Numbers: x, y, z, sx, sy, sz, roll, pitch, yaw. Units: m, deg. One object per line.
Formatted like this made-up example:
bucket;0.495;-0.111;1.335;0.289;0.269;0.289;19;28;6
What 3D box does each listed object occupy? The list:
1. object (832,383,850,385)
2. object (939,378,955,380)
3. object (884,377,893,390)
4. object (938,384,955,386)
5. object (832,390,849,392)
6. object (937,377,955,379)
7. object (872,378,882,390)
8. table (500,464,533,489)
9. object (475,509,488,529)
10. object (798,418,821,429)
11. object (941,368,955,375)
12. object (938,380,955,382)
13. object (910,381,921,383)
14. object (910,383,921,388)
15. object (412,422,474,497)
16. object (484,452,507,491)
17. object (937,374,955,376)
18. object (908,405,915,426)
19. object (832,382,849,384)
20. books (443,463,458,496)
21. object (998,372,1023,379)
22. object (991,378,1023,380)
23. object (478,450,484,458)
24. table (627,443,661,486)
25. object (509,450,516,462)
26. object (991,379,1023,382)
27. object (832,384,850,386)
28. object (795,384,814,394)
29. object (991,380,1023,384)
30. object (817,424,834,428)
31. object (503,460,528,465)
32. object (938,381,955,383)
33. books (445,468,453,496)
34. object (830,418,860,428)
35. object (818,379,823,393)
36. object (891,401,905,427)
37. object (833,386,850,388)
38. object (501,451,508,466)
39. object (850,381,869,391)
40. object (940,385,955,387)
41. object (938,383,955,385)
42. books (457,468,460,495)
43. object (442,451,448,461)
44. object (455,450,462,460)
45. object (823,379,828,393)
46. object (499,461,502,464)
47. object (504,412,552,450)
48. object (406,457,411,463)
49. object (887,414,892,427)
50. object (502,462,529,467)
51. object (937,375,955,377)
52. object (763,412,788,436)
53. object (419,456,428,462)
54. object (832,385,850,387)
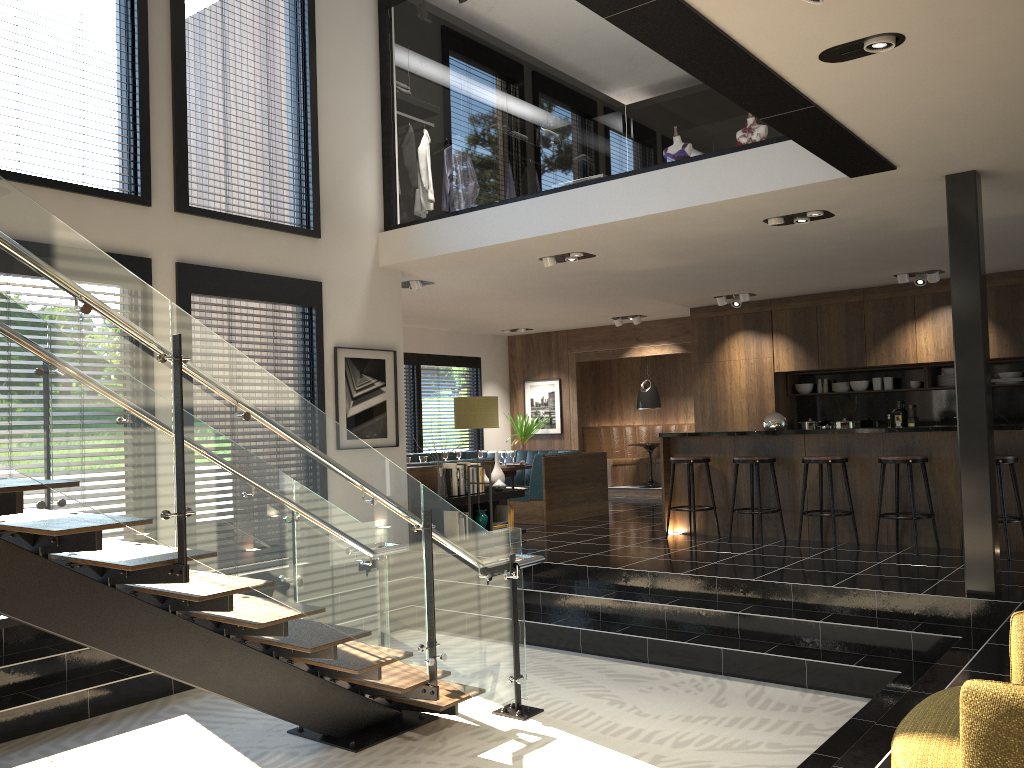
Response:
object;4.272;0.015;11.517;0.220;0.033;0.220;-4;-3;34
object;5.330;-0.055;10.799;0.269;0.024;0.269;-1;-3;-14
object;4.731;-0.004;11.144;0.109;0.161;0.109;0;-3;-40
object;5.333;0.020;10.796;0.269;0.024;0.269;-1;-3;-14
object;4.275;0.097;11.514;0.220;0.033;0.220;-4;-3;34
object;5.330;-0.063;10.799;0.269;0.024;0.269;-1;-3;-14
object;4.625;0.003;11.226;0.109;0.161;0.109;-3;-2;20
table;-0.403;1.373;11.297;1.539;0.660;0.823;-4;-3;38
object;-0.304;1.386;8.862;0.125;0.258;0.125;-3;-2;33
object;3.916;0.561;11.644;0.255;0.218;0.236;-2;-2;-4
object;5.325;-0.142;10.803;0.168;0.087;0.168;0;-3;-33
object;5.331;-0.028;10.798;0.269;0.024;0.269;-1;-3;-14
object;4.992;0.000;10.971;0.122;0.072;0.122;-1;-3;-27
object;4.993;0.024;10.970;0.122;0.072;0.122;-1;-3;-27
object;-0.663;0.719;8.548;0.607;0.744;0.406;-2;-2;-2
object;-0.198;0.911;9.265;0.319;0.398;0.316;-2;-2;14
object;5.329;-0.099;10.800;0.269;0.024;0.269;-1;-3;-14
object;4.990;0.458;11.084;0.077;0.394;0.077;-2;-2;-10
object;4.272;0.003;11.517;0.220;0.033;0.220;-4;-3;34
books;-0.603;0.933;8.678;0.160;0.312;0.035;-3;-2;38
object;5.814;-0.090;10.340;0.254;0.088;0.254;-1;-3;-27
object;5.817;-0.043;10.336;0.438;0.039;0.438;-1;-3;-16
object;-0.407;0.955;11.480;0.098;0.191;0.098;-3;-2;35
table;2.163;1.254;13.815;0.702;0.643;0.702;-2;-2;12
object;0.012;0.926;11.150;0.098;0.191;0.098;-3;-2;35
object;5.817;-0.028;10.336;0.438;0.039;0.438;-1;-3;-16
object;4.272;0.028;11.517;0.220;0.033;0.220;-4;-3;34
object;3.898;0.070;11.817;0.234;0.138;0.234;-4;-3;40
object;5.818;-0.016;10.335;0.438;0.039;0.438;-1;-3;-16
object;4.064;0.584;11.414;0.210;0.143;0.195;-2;-2;-4
object;0.050;1.003;11.306;0.325;0.051;0.269;-4;-3;41
object;5.331;-0.017;10.797;0.269;0.024;0.269;-1;-3;-14
books;-0.648;0.958;8.675;0.156;0.263;0.026;-3;-2;38
object;4.196;0.539;11.166;0.300;0.218;0.279;-1;-2;-19
object;4.060;0.029;11.692;0.060;0.185;0.060;-1;-2;-21
object;4.859;0.438;11.176;0.133;0.451;0.116;-3;-2;38
object;4.273;0.049;11.516;0.220;0.033;0.220;-4;-3;34
object;-0.092;0.921;10.970;0.098;0.191;0.098;-3;-2;35
object;4.463;0.034;11.380;0.234;0.138;0.234;0;-3;-33
object;5.333;0.028;10.796;0.269;0.024;0.269;-1;-3;-14
object;5.332;0.011;10.797;0.269;0.024;0.269;-1;-3;-14
books;-0.590;0.959;8.709;0.173;0.262;0.030;-3;-2;38
object;-0.862;0.971;11.509;0.098;0.191;0.098;-3;-2;35
object;-0.701;0.975;11.702;0.098;0.191;0.098;-3;-2;35
object;4.120;0.025;11.645;0.060;0.185;0.060;-2;-2;6
object;-0.273;1.024;11.544;0.325;0.051;0.269;-4;-3;41
object;0.291;1.121;14.309;0.818;1.381;0.955;-2;-2;-5
object;-1.145;0.894;9.651;0.098;0.191;0.098;-3;-2;35
object;4.780;0.526;11.231;0.058;0.287;0.058;0;-2;-39
object;0.047;0.983;10.879;0.269;0.051;0.324;-4;-3;41
object;5.329;-0.090;10.800;0.269;0.024;0.269;-1;-3;-14
object;2.518;0.386;8.482;0.227;0.228;0.227;-2;-2;-2
object;-0.983;0.898;9.845;0.098;0.191;0.098;-3;-2;35
object;4.273;0.038;11.516;0.220;0.033;0.220;-4;-3;34
